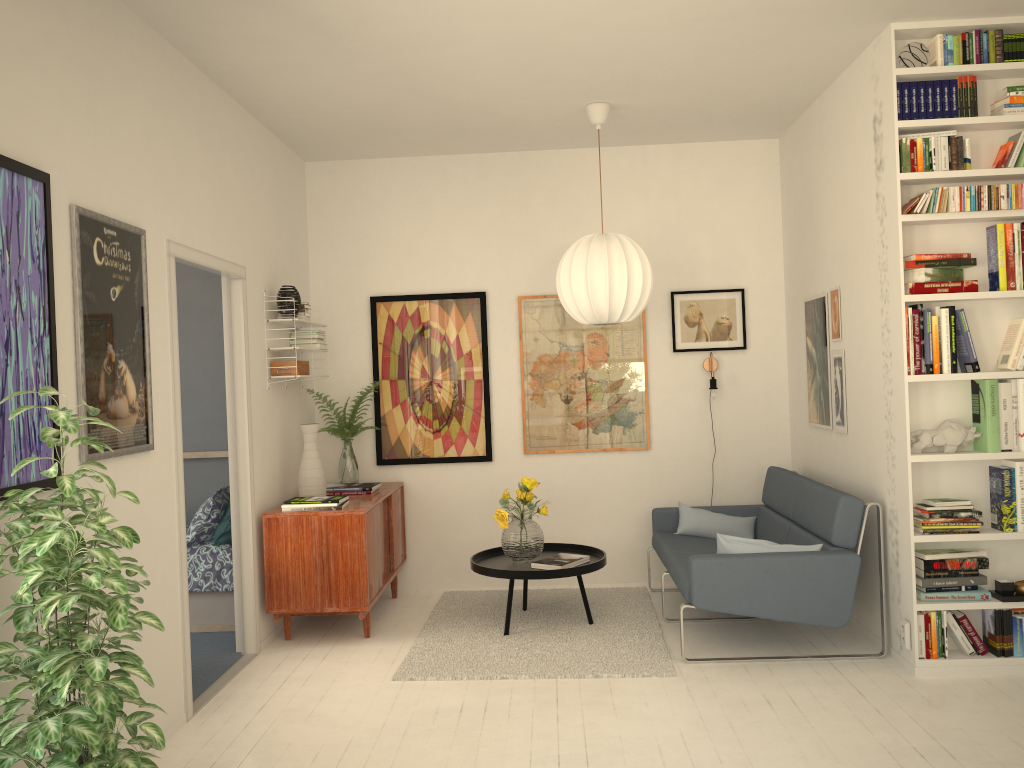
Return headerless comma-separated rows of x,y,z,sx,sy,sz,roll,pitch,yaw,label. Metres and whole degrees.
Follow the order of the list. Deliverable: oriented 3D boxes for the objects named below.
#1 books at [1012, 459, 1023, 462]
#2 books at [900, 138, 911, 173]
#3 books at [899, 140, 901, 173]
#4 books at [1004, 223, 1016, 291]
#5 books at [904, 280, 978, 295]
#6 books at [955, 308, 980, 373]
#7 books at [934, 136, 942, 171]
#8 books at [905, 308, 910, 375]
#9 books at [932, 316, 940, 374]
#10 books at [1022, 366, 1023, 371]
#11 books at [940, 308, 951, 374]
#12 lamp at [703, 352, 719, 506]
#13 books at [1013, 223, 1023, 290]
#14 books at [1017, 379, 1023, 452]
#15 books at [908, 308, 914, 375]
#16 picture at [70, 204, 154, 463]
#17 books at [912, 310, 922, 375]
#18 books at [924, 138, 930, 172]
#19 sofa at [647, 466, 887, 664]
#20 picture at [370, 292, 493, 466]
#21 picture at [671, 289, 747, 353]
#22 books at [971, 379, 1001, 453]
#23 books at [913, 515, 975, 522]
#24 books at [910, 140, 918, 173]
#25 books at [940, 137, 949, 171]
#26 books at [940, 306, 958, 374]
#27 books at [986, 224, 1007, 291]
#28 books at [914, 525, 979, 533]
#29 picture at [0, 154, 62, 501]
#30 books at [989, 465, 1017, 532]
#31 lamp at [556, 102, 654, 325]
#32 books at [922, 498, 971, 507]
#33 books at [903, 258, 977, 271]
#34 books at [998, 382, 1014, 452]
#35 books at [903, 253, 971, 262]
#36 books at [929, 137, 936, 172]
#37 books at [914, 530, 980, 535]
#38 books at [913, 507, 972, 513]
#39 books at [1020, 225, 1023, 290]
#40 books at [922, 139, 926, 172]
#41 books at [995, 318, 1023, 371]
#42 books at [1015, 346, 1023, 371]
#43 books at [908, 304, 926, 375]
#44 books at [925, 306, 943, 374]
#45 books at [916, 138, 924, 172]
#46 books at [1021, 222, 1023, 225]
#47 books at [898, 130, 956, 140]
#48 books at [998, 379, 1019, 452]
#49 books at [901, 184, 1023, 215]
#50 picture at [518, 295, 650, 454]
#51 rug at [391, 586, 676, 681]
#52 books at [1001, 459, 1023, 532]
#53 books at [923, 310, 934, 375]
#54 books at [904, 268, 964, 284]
2.291,0.498,4.040,0.027,0.311,0.228,-2,0,2,books
1.757,-1.015,4.035,0.034,0.162,0.197,-2,0,2,books
1.731,-1.013,4.060,0.019,0.156,0.205,-2,0,2,books
2.221,-0.564,4.036,0.039,0.302,0.199,-2,0,2,books
1.919,-0.428,4.033,0.300,0.056,0.202,-2,0,2,books
2.031,-0.193,4.030,0.093,0.288,0.200,-2,0,2,books
1.893,-1.020,4.044,0.028,0.159,0.222,-2,0,2,books
1.764,-0.190,4.056,0.021,0.301,0.222,-2,0,2,books
1.885,-0.172,4.030,0.024,0.260,0.199,-2,0,2,books
2.335,-0.183,4.027,0.092,0.244,0.196,-2,0,2,books
1.933,-0.191,4.030,0.032,0.291,0.189,-2,0,2,books
1.198,0.502,5.797,0.360,1.416,0.112,-2,0,2,lamp
2.253,-0.565,4.029,0.029,0.301,0.185,-2,0,2,books
2.268,0.137,4.031,0.037,0.324,0.240,-2,0,2,books
1.782,-0.190,4.050,0.015,0.301,0.207,-2,0,2,books
-1.444,-0.171,3.235,0.020,0.869,0.525,-2,0,2,picture
1.807,-0.186,4.041,0.032,0.291,0.203,-2,0,2,books
1.854,-1.018,4.045,0.024,0.155,0.188,-2,0,2,books
1.308,0.922,4.920,0.964,0.773,1.603,-2,0,2,sofa
-0.540,-0.034,5.930,0.778,1.134,0.018,-2,0,2,picture
1.297,-0.418,5.855,0.481,0.402,0.015,-2,0,2,picture
2.131,0.142,4.028,0.056,0.328,0.228,-2,0,2,books
1.947,0.604,4.016,0.238,0.012,0.120,-2,0,-3,books
1.789,-1.012,4.037,0.030,0.149,0.202,-2,0,2,books
1.925,-1.019,4.035,0.035,0.158,0.200,-2,0,2,books
1.966,-0.199,4.021,0.033,0.306,0.150,-2,0,2,books
2.186,-0.565,4.043,0.032,0.300,0.200,-2,0,2,books
1.949,0.649,4.018,0.246,0.014,0.173,-2,0,1,books
-1.472,-0.167,2.553,0.018,0.999,0.546,-2,0,2,picture
2.212,0.515,4.030,0.057,0.284,0.200,-2,0,2,books
0.504,-0.948,4.970,0.536,1.229,0.536,-2,0,36,lamp
1.964,0.534,4.017,0.166,0.019,0.127,-2,0,-4,books
1.916,-0.539,4.054,0.314,0.035,0.205,-2,0,2,books
2.192,0.149,4.030,0.065,0.311,0.200,-2,0,2,books
1.906,-0.568,4.047,0.266,0.026,0.203,-2,0,-8,books
1.872,-1.017,4.028,0.012,0.155,0.208,-2,0,2,books
1.955,0.661,4.020,0.247,0.009,0.170,-2,0,5,books
1.941,0.567,4.030,0.221,0.010,0.169,-2,0,5,books
2.297,-0.562,4.021,0.059,0.291,0.182,-2,0,2,books
1.835,-1.015,4.044,0.013,0.149,0.208,-2,0,2,books
2.255,-0.175,4.000,0.115,0.232,0.133,-2,0,2,books
2.291,-0.174,4.006,0.105,0.225,0.138,-2,0,2,books
1.832,-0.200,4.040,0.021,0.317,0.179,-2,0,2,books
1.908,-0.194,4.046,0.020,0.304,0.193,-2,0,2,books
1.816,-1.015,4.030,0.023,0.152,0.199,-2,0,2,books
2.343,-0.576,4.019,0.039,0.317,0.161,-2,0,2,books
1.862,-1.109,4.042,0.255,0.022,0.189,-2,0,13,books
2.237,0.139,4.046,0.023,0.321,0.235,-2,0,2,books
2.068,-0.819,4.036,0.664,0.110,0.278,-2,0,2,books
0.478,-0.074,5.891,0.838,1.052,0.012,-2,0,2,picture
0.153,1.348,4.931,1.304,0.012,1.661,-2,0,4,rug
2.259,0.499,4.039,0.037,0.312,0.241,-2,0,2,books
1.858,-0.187,4.038,0.030,0.289,0.200,-2,0,2,books
1.915,-0.487,4.042,0.268,0.064,0.128,-2,0,-27,books
